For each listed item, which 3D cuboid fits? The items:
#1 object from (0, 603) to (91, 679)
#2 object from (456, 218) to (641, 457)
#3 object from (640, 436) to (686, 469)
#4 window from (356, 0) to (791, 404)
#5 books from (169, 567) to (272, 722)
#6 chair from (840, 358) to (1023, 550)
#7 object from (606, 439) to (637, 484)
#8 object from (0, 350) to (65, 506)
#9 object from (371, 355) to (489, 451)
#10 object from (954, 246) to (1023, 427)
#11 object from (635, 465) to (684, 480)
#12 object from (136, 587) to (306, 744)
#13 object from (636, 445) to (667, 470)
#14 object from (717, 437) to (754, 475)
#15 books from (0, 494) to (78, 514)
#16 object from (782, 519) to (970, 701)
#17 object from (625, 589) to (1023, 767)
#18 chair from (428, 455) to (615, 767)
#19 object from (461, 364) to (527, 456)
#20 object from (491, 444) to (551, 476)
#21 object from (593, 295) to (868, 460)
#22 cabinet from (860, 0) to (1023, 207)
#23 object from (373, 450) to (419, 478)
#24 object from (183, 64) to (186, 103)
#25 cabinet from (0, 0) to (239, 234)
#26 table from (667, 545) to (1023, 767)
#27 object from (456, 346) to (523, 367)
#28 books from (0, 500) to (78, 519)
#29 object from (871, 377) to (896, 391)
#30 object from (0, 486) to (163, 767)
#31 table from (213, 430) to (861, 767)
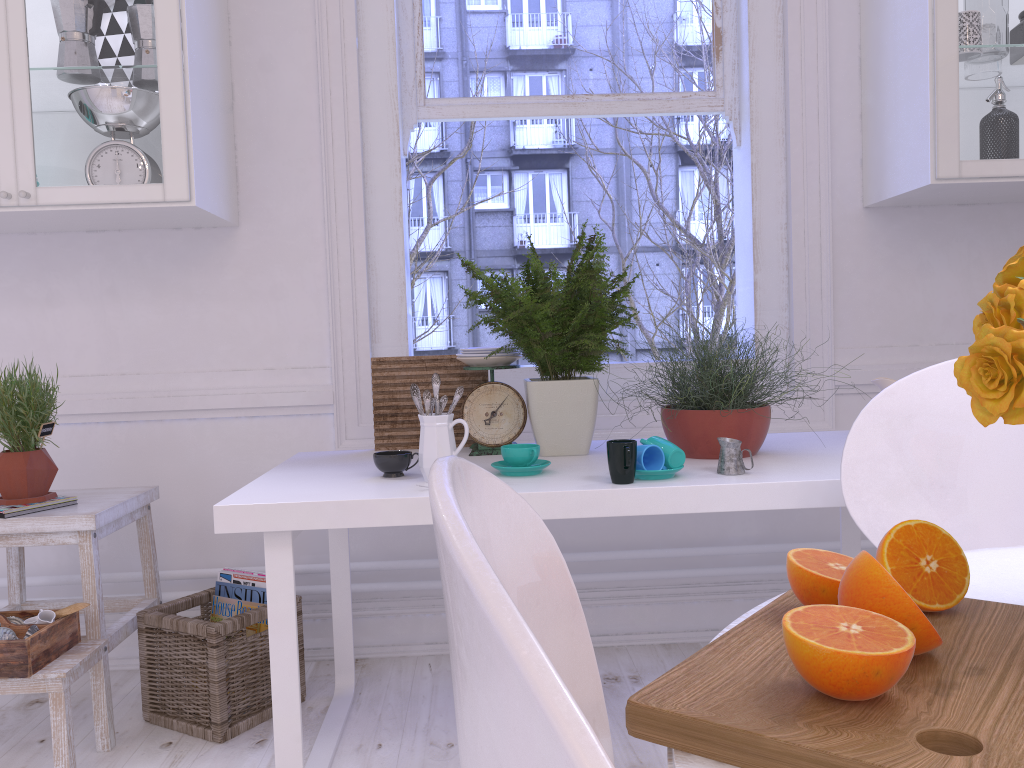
[{"bbox_3d":[-1.093,0.527,1.859,0.358,0.110,0.211,-2,3,0],"label":"object"},{"bbox_3d":[0.098,-0.101,2.039,0.438,0.527,0.368,-2,3,-2],"label":"object"},{"bbox_3d":[0.284,0.132,1.689,0.069,0.059,0.082,-3,3,-24],"label":"object"},{"bbox_3d":[0.177,-0.840,2.657,1.234,1.782,0.181,-2,3,-2],"label":"window"},{"bbox_3d":[-0.702,0.637,2.187,0.221,0.306,0.205,0,3,31],"label":"books"},{"bbox_3d":[0.590,0.388,1.173,0.604,0.845,0.483,1,4,43],"label":"chair"},{"bbox_3d":[0.199,0.143,1.614,0.055,0.077,0.070,-1,3,23],"label":"object"},{"bbox_3d":[-1.135,0.089,2.065,0.196,0.367,0.186,1,4,43],"label":"object"},{"bbox_3d":[-0.205,0.046,2.257,0.294,0.237,0.028,-2,3,-2],"label":"object"},{"bbox_3d":[0.487,0.032,0.694,0.234,0.351,0.235,-4,4,-37],"label":"object"},{"bbox_3d":[0.265,0.165,1.681,0.121,0.021,0.121,0,4,38],"label":"object"},{"bbox_3d":[-0.708,0.671,2.178,0.276,0.270,0.276,0,3,31],"label":"object"},{"bbox_3d":[0.249,0.140,1.676,0.069,0.058,0.080,-4,3,-29],"label":"object"},{"bbox_3d":[0.422,0.136,1.686,0.066,0.067,0.052,-2,3,-1],"label":"object"},{"bbox_3d":[-1.181,0.277,2.083,0.246,0.007,0.180,-1,3,28],"label":"books"},{"bbox_3d":[0.256,0.157,0.666,0.129,0.075,0.285,0,4,34],"label":"object"},{"bbox_3d":[0.267,0.206,0.644,0.224,0.024,0.347,0,4,38],"label":"object"},{"bbox_3d":[0.225,0.442,0.368,0.483,0.845,0.604,-2,3,-2],"label":"chair"},{"bbox_3d":[-0.045,0.060,2.157,0.159,0.208,0.185,-2,3,-2],"label":"object"},{"bbox_3d":[0.018,0.152,1.780,0.121,0.055,0.121,0,4,38],"label":"object"},{"bbox_3d":[0.462,-0.011,1.961,0.668,0.367,0.531,-1,3,22],"label":"object"},{"bbox_3d":[1.416,-1.173,2.349,0.823,1.311,0.425,-2,3,-2],"label":"cabinet"},{"bbox_3d":[-0.241,0.164,1.802,0.079,0.048,0.082,-5,4,-42],"label":"object"},{"bbox_3d":[-1.201,-1.076,2.275,0.811,0.651,0.376,-2,3,-2],"label":"object"},{"bbox_3d":[-1.200,-1.075,2.254,0.823,1.311,0.425,-2,3,-2],"label":"cabinet"},{"bbox_3d":[0.672,0.527,0.485,1.140,0.629,1.140,-1,3,27],"label":"table"},{"bbox_3d":[-0.054,-0.067,2.161,0.163,0.047,0.164,-5,4,-43],"label":"object"},{"bbox_3d":[-1.181,0.286,2.083,0.246,0.011,0.180,-1,3,28],"label":"books"},{"bbox_3d":[0.891,0.061,2.012,0.127,0.152,0.115,-3,3,-20],"label":"object"},{"bbox_3d":[-1.115,0.558,2.067,0.418,0.534,0.599,-2,3,-2],"label":"object"},{"bbox_3d":[0.233,0.474,1.949,1.514,0.619,0.736,-2,3,-2],"label":"table"}]
